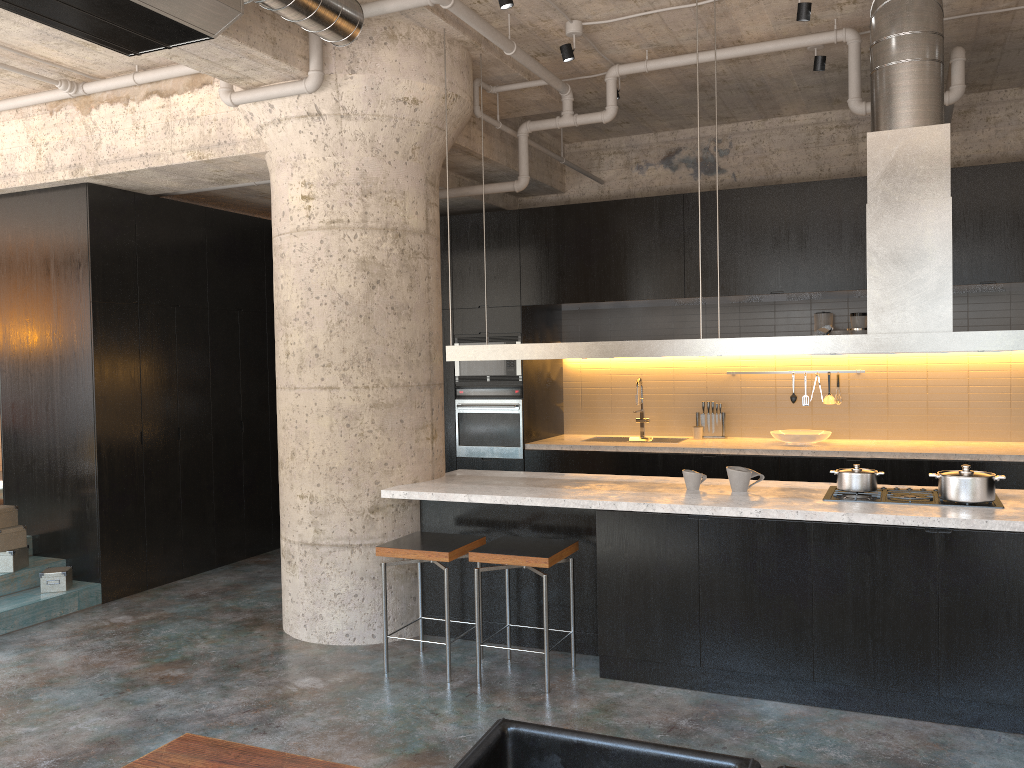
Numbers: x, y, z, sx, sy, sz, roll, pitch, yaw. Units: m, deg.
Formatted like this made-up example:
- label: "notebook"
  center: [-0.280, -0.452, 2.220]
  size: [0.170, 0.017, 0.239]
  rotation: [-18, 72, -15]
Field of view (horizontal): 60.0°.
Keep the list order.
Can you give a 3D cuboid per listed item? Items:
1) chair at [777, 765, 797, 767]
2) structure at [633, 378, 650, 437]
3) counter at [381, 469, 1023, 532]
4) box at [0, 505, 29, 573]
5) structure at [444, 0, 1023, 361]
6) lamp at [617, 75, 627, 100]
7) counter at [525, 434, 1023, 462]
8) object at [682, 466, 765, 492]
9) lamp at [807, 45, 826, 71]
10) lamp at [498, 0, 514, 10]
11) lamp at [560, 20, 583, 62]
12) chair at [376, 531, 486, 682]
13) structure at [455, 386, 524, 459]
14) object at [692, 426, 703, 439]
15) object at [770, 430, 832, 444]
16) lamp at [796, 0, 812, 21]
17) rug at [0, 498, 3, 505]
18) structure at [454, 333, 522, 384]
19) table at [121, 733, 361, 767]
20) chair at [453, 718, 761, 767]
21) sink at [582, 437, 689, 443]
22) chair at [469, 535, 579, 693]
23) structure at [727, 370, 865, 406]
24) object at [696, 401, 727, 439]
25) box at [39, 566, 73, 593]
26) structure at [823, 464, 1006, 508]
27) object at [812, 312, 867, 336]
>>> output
- label: "chair"
  center: [0.857, 1.271, 1.755]
  size: [0.707, 0.738, 0.754]
  rotation: [0, 2, 24]
- label: "structure"
  center: [1.175, 0.222, 8.155]
  size: [0.125, 0.559, 0.269]
  rotation: [0, 2, 24]
- label: "counter"
  center: [1.031, 0.618, 4.966]
  size: [3.500, 0.046, 1.000]
  rotation: [0, 2, 24]
- label: "box"
  center: [-3.580, 1.080, 6.202]
  size: [0.331, 0.441, 0.280]
  rotation: [-1, 2, 13]
- label: "structure"
  center: [1.121, -1.196, 4.843]
  size: [3.117, 2.100, 0.538]
  rotation: [0, 2, 24]
- label: "lamp"
  center: [0.755, -2.154, 6.381]
  size: [0.145, 0.236, 0.107]
  rotation: [-1, 2, 7]
- label: "counter"
  center: [2.310, 0.571, 7.437]
  size: [4.360, 0.142, 1.000]
  rotation: [0, 2, 24]
- label: "object"
  center: [1.175, 0.526, 4.954]
  size: [0.437, 0.133, 0.188]
  rotation: [0, 2, 25]
- label: "lamp"
  center: [2.004, -2.166, 5.835]
  size: [0.107, 0.236, 0.145]
  rotation: [-1, 2, 7]
- label: "lamp"
  center: [-0.011, -2.090, 4.662]
  size: [0.145, 0.236, 0.107]
  rotation: [-1, 2, 7]
- label: "lamp"
  center: [0.369, -2.122, 5.515]
  size: [0.145, 0.236, 0.107]
  rotation: [-1, 2, 7]
- label: "chair"
  center: [-0.439, 1.226, 4.955]
  size: [0.450, 0.698, 0.450]
  rotation: [0, 2, 24]
- label: "structure"
  center: [-0.104, 0.332, 8.212]
  size: [0.664, 0.651, 0.649]
  rotation: [0, 2, 24]
- label: "object"
  center: [1.674, 0.438, 7.998]
  size: [0.092, 0.117, 0.092]
  rotation: [-2, 2, -27]
- label: "object"
  center: [2.427, 0.451, 7.456]
  size: [0.490, 0.093, 0.490]
  rotation: [-1, 2, 21]
- label: "lamp"
  center: [1.611, -2.133, 4.953]
  size: [0.107, 0.236, 0.145]
  rotation: [-1, 2, 7]
- label: "rug"
  center: [-6.194, 1.373, 9.508]
  size: [1.759, 0.377, 0.541]
  rotation: [0, 2, 24]
- label: "structure"
  center: [-0.097, -0.234, 8.239]
  size: [0.659, 0.450, 0.612]
  rotation: [0, 2, 24]
- label: "table"
  center: [0.001, 1.293, 1.229]
  size: [2.410, 0.756, 1.299]
  rotation: [0, 2, 24]
- label: "chair"
  center: [0.190, 1.276, 2.061]
  size: [0.707, 0.738, 0.754]
  rotation: [0, 2, 24]
- label: "sink"
  center: [1.113, 0.570, 8.027]
  size: [0.890, 0.134, 0.458]
  rotation: [0, 2, 24]
- label: "chair"
  center: [0.076, 1.220, 4.779]
  size: [0.450, 0.698, 0.450]
  rotation: [0, 2, 24]
- label: "structure"
  center: [2.490, 0.039, 7.830]
  size: [1.171, 0.315, 0.074]
  rotation: [0, 2, 24]
- label: "object"
  center: [1.804, 0.325, 8.047]
  size: [0.291, 0.336, 0.060]
  rotation: [-1, 2, 18]
- label: "box"
  center: [-3.198, 1.373, 6.229]
  size: [0.172, 0.140, 0.187]
  rotation: [-2, 2, -13]
- label: "structure"
  center: [2.068, 0.491, 4.593]
  size: [0.833, 0.187, 0.506]
  rotation: [0, 2, 24]
- label: "object"
  center: [2.777, -0.499, 7.483]
  size: [0.462, 0.240, 0.334]
  rotation: [-1, 2, 21]
